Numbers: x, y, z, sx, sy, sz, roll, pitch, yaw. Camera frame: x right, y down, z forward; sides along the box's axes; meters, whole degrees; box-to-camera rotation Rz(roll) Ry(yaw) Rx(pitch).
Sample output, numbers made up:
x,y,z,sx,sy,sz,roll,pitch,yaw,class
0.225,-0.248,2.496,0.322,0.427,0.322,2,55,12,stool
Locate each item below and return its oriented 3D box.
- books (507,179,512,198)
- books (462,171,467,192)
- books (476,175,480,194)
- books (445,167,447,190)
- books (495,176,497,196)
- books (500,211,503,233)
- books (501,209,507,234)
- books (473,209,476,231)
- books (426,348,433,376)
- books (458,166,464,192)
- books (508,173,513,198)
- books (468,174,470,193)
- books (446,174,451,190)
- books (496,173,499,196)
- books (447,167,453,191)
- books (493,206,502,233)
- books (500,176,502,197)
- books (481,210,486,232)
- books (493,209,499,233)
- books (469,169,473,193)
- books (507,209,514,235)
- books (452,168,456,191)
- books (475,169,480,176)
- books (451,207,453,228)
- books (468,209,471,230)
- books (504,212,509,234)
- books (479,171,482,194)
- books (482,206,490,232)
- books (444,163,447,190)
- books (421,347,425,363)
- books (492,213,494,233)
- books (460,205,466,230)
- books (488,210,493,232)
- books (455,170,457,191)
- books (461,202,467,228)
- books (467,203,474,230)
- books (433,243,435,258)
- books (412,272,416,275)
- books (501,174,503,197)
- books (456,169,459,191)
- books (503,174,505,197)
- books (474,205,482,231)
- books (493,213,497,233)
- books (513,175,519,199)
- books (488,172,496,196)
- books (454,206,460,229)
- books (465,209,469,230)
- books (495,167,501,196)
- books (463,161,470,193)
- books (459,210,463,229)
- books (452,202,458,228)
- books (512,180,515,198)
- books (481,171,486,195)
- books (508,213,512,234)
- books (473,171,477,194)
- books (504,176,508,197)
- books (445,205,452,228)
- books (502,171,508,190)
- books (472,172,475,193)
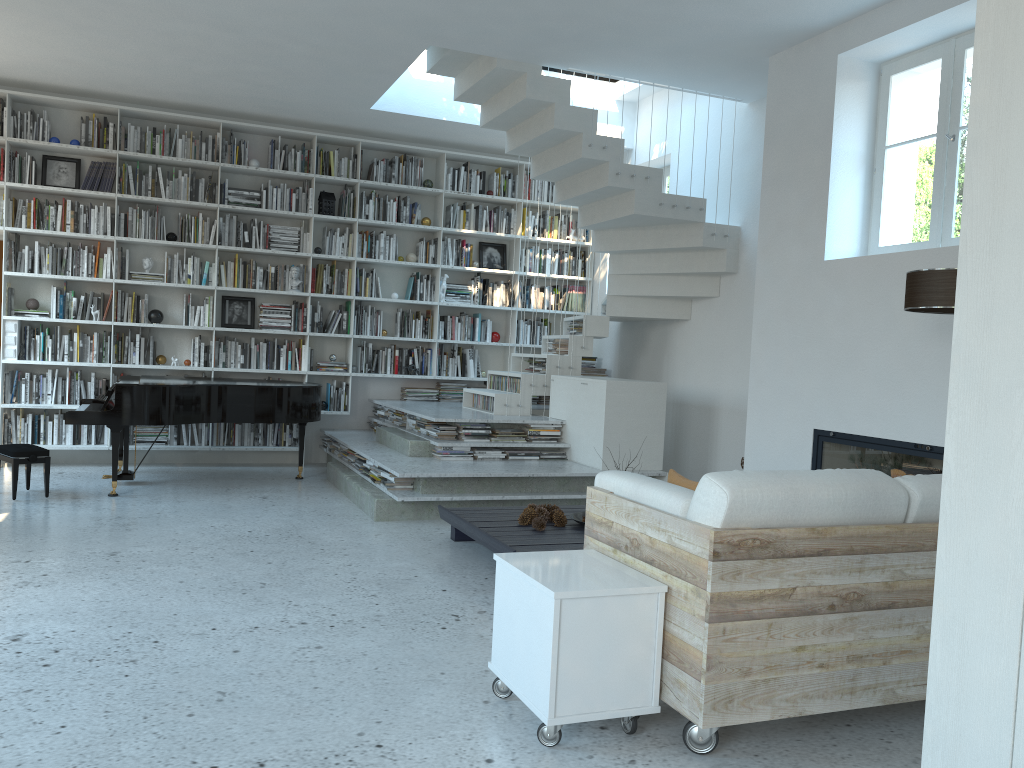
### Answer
x,y,z,sx,sy,sz,roll,pitch,yaw,class
-0.052,-1.999,9.169,0.029,0.210,0.169,2,3,-22,books
-0.499,-2.025,8.994,0.030,0.231,0.148,2,3,-22,books
-0.377,-2.006,9.032,0.024,0.202,0.190,2,3,-22,books
-0.684,-2.049,8.931,0.014,0.264,0.140,2,3,-22,books
-0.196,-2.009,9.107,0.008,0.220,0.182,2,3,-22,books
-0.134,-1.654,9.161,0.011,0.249,0.151,2,3,-22,books
-0.108,-1.664,9.161,0.036,0.272,0.177,2,3,-22,books
-0.411,-1.659,9.058,0.025,0.238,0.142,2,3,-22,books
-0.838,-0.222,8.976,0.025,0.272,0.171,2,3,-22,books
-0.533,-2.050,8.977,0.048,0.278,0.150,2,3,-22,books
-0.032,-2.033,9.194,0.025,0.279,0.136,2,3,-22,books
-0.463,-2.019,9.023,0.030,0.220,0.133,2,3,-22,books
-0.658,-2.006,8.914,0.022,0.182,0.189,2,3,-22,books
-0.179,-2.024,9.118,0.016,0.252,0.188,2,3,-22,books
-0.639,-2.040,8.932,0.025,0.251,0.178,2,3,-22,books
-0.157,-1.677,9.139,0.022,0.295,0.180,2,3,-22,books
-0.144,-2.010,9.124,0.007,0.226,0.170,2,3,-22,books
-0.315,-1.650,9.071,0.030,0.230,0.187,2,3,-22,books
-0.183,-1.663,9.144,0.023,0.264,0.156,2,3,-22,books
-0.434,-2.038,9.011,0.014,0.262,0.168,2,3,-22,books
-0.023,-1.668,9.209,0.026,0.284,0.147,2,3,-22,books
-0.613,-2.035,8.937,0.026,0.242,0.184,2,3,-22,books
-0.368,-2.045,9.061,0.012,0.279,0.153,2,3,-22,books
-0.631,-1.666,8.968,0.013,0.237,0.141,2,3,-22,books
-0.461,-1.660,9.050,0.024,0.236,0.146,2,3,-22,books
-0.081,-1.648,9.181,0.030,0.241,0.162,2,3,-22,books
-0.340,-2.032,9.070,0.012,0.254,0.160,2,3,-22,books
-0.273,-1.676,9.116,0.048,0.283,0.162,2,3,-22,books
-0.699,-2.064,8.914,0.028,0.294,0.150,2,3,-22,books
-0.910,-0.231,8.972,0.012,0.282,0.143,2,3,-22,books
-0.230,-1.641,9.128,0.013,0.216,0.177,2,3,-22,books
-0.514,-1.674,9.004,0.026,0.261,0.167,2,3,-22,books
-0.236,-1.653,9.107,0.014,0.240,0.189,2,3,-22,books
-0.593,-2.029,8.954,0.024,0.231,0.168,2,3,-22,books
-0.499,-1.691,9.018,0.011,0.296,0.162,2,3,-22,books
-0.429,-1.684,9.039,0.026,0.288,0.156,2,3,-22,books
-0.807,-1.298,8.929,0.013,0.221,0.155,2,3,-22,books
-0.985,-0.971,8.889,0.016,0.290,0.135,2,3,-22,books
-0.130,-2.021,9.137,0.031,0.249,0.164,2,3,-22,books
-0.575,-2.038,8.980,0.027,0.249,0.140,2,3,-22,books
-0.113,-2.025,9.160,0.017,0.257,0.146,2,3,-22,books
-0.364,-1.669,9.020,0.032,0.265,0.245,2,3,-22,books
-0.206,-1.641,9.127,0.031,0.217,0.165,2,3,-22,books
0.026,-2.023,9.200,0.026,0.263,0.163,2,3,-22,books
-0.207,-2.027,9.098,0.019,0.256,0.169,2,3,-22,books
-0.568,-1.671,9.003,0.026,0.251,0.130,2,3,-22,books
-0.482,-1.654,9.027,0.030,0.224,0.157,2,3,-22,books
-0.151,-2.058,9.127,0.007,0.321,0.165,2,3,-22,books
-0.472,-2.075,8.990,0.014,0.332,0.180,2,3,-22,books
-0.537,-1.648,8.992,0.025,0.208,0.175,2,3,-22,books
-0.600,-1.688,8.979,0.051,0.282,0.166,2,3,-22,books
-0.010,-1.999,9.211,0.031,0.211,0.131,2,3,-22,books
-0.315,-2.032,9.066,0.030,0.258,0.164,2,3,-22,books
-0.048,-1.644,9.205,0.022,0.234,0.158,2,3,-22,books
-0.401,-2.034,9.035,0.021,0.254,0.151,2,3,-22,books
-0.089,-2.012,9.147,0.018,0.235,0.186,2,3,-22,books
-0.643,-1.675,8.965,0.012,0.254,0.160,2,3,-22,books
-0.077,-2.045,9.171,0.020,0.299,0.131,2,3,-22,books
-0.419,-2.025,9.020,0.022,0.236,0.172,2,3,-22,books
